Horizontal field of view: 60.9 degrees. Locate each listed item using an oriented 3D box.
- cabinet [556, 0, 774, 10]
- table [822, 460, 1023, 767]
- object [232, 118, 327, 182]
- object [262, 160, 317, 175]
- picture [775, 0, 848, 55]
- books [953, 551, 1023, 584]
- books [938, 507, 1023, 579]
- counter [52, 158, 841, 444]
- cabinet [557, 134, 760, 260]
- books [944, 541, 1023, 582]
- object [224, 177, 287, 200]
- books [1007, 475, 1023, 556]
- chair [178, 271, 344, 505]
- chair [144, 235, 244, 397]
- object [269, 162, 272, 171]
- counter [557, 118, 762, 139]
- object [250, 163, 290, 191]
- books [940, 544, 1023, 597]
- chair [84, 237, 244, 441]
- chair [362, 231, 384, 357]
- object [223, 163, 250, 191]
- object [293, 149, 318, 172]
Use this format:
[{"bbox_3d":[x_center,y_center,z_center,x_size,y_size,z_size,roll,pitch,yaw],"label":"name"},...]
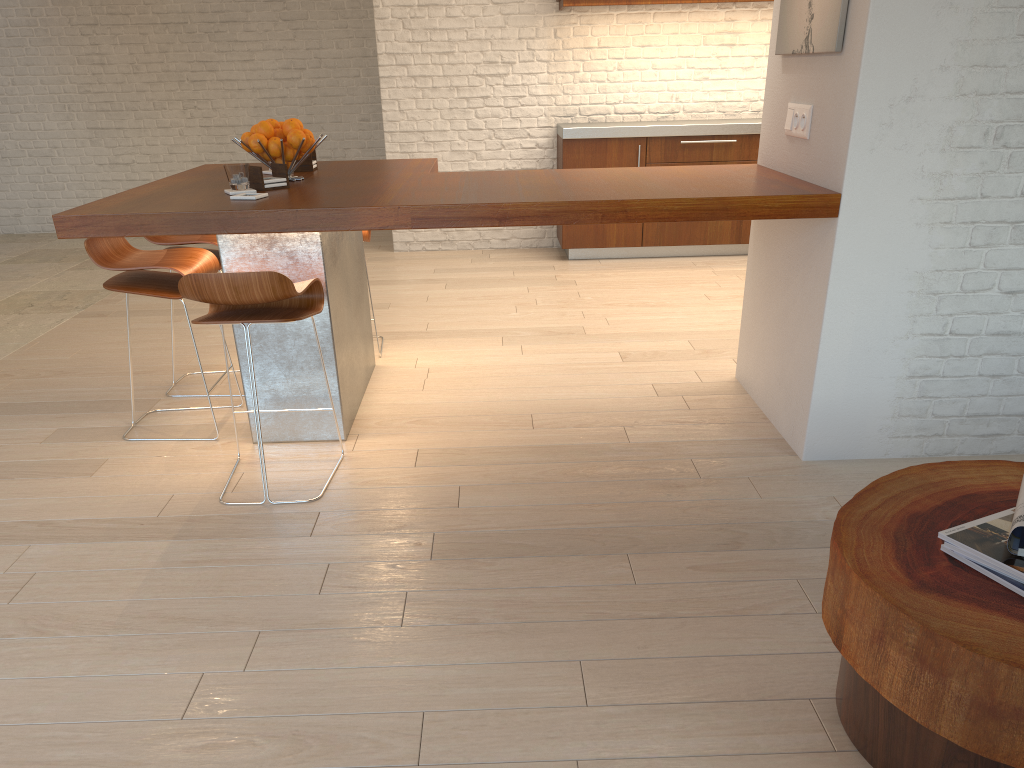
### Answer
[{"bbox_3d":[1.982,-3.246,5.862,3.342,1.249,0.429,-2,26,-1],"label":"cabinet"},{"bbox_3d":[1.567,0.510,1.837,1.830,0.479,1.004,0,21,5],"label":"table"},{"bbox_3d":[-0.905,-0.921,3.435,0.354,0.238,0.350,-16,26,-32],"label":"object"},{"bbox_3d":[-0.968,-0.944,3.795,0.205,0.037,0.268,-2,20,-1],"label":"object"},{"bbox_3d":[0.999,-1.625,2.767,0.020,1.084,0.609,-2,25,-1],"label":"picture"},{"bbox_3d":[1.042,0.319,1.636,0.312,0.012,0.240,-13,23,-29],"label":"books"},{"bbox_3d":[1.014,0.297,1.632,0.314,0.012,0.239,-11,22,-24],"label":"books"},{"bbox_3d":[-0.210,-0.391,3.714,2.496,0.987,1.571,-2,22,-1],"label":"counter"},{"bbox_3d":[2.398,-2.061,5.162,2.208,3.026,4.581,-19,28,-34],"label":"cabinet"},{"bbox_3d":[1.023,0.307,1.636,0.312,0.012,0.240,-13,23,-29],"label":"books"},{"bbox_3d":[-0.942,-0.702,3.125,0.198,0.037,0.369,0,20,3],"label":"object"},{"bbox_3d":[1.093,0.278,1.636,0.268,0.117,0.306,11,24,30],"label":"books"},{"bbox_3d":[-0.850,-0.024,2.982,0.405,0.827,0.392,-2,25,-1],"label":"chair"},{"bbox_3d":[-1.414,-0.371,3.982,0.423,0.827,0.376,-2,25,-1],"label":"chair"},{"bbox_3d":[-1.003,-0.954,3.711,0.091,0.090,0.085,-3,23,-3],"label":"object"},{"bbox_3d":[2.051,-1.455,5.169,3.333,0.075,3.284,-2,20,-1],"label":"counter"},{"bbox_3d":[-0.903,-0.767,3.227,0.091,0.088,0.110,20,30,40],"label":"object"},{"bbox_3d":[1.026,0.330,1.638,0.315,0.012,0.238,-9,21,-20],"label":"books"},{"bbox_3d":[-1.402,-0.201,3.510,0.423,0.827,0.376,-2,25,-1],"label":"chair"},{"bbox_3d":[-0.889,-0.563,4.477,0.405,0.827,0.392,-2,25,-1],"label":"chair"},{"bbox_3d":[-0.976,-0.738,3.111,0.091,0.090,0.085,4,24,13],"label":"object"},{"bbox_3d":[-0.913,-0.981,3.820,0.094,0.088,0.107,-2,23,-1],"label":"object"}]
